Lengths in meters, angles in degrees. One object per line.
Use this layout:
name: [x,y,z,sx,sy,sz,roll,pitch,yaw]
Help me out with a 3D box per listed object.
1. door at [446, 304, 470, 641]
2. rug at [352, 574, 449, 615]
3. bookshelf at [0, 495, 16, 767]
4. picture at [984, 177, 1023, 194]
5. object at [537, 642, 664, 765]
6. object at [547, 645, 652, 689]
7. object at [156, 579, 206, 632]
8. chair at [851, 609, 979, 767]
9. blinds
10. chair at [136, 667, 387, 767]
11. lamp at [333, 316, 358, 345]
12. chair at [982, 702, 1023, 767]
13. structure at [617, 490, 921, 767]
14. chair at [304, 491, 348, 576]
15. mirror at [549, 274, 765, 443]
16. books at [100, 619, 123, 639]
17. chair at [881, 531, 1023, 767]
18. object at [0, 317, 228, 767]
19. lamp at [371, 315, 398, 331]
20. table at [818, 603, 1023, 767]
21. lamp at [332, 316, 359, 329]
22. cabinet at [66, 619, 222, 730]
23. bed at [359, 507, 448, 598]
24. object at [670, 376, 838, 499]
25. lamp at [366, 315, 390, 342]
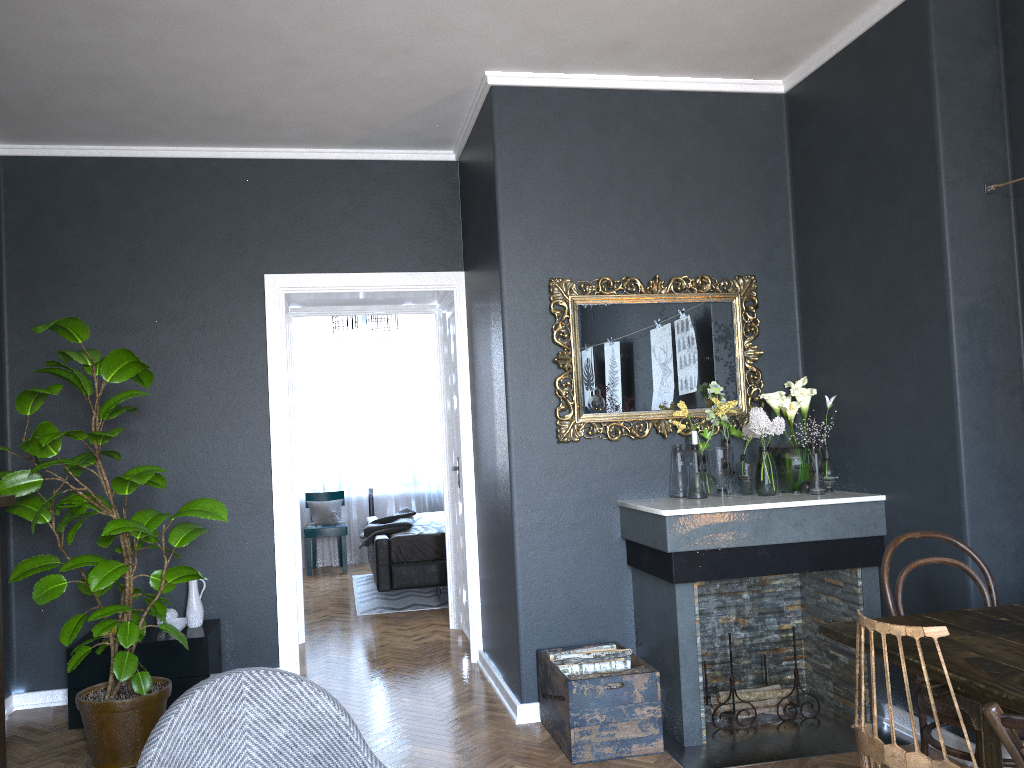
door: [-0.275,0.550,5.682,0.162,2.185,0.857,-2,-2,-11]
rug: [-0.656,1.786,7.828,1.458,0.013,2.047,-2,-3,-11]
bookshelf: [-1.965,0.968,2.494,0.451,1.171,1.920,-2,-3,-11]
picture: [2.263,-0.521,1.181,0.058,0.770,4.461,-2,-3,-11]
object: [0.361,1.344,3.791,0.383,0.326,0.553,-2,-3,-11]
object: [0.362,1.268,3.795,0.370,0.246,0.533,-2,-3,-11]
object: [-1.745,1.136,4.592,0.228,0.268,0.229,-4,-3,22]
chair: [1.011,0.955,2.055,0.383,0.856,0.456,-2,-3,-26]
blinds: [-1.494,0.528,9.668,3.992,2.787,0.312,-2,-2,-11]
chair: [-0.502,1.032,1.773,0.645,0.810,0.495,-1,-3,-33]
lamp: [-1.519,-0.763,8.022,0.210,0.804,0.210,-3,-2,2]
chair: [1.086,0.928,1.403,0.467,0.819,0.363,-2,-2,-12]
structure: [1.079,0.996,3.869,1.065,0.980,0.834,-2,-3,-11]
chair: [-1.910,1.520,9.115,0.435,0.798,0.593,-2,-3,-11]
mirror: [0.705,-0.130,4.227,1.056,0.784,0.067,-2,-2,-11]
books: [-2.006,1.247,4.534,0.214,0.066,0.162,-2,-3,-16]
chair: [1.431,0.932,2.678,0.438,0.920,0.549,-2,-3,-9]
object: [-1.808,0.677,3.832,1.118,1.897,0.764,-2,-3,-17]
lamp: [-1.080,-0.836,7.420,0.210,0.769,0.210,-3,-2,2]
table: [1.600,0.975,1.850,1.126,0.727,1.606,-2,-3,-11]
lamp: [-1.449,-0.838,7.643,0.210,0.713,0.210,-3,-2,2]
cabinet: [-1.849,1.466,4.521,0.650,0.390,0.456,-2,-3,-11]
bed: [-0.188,1.190,7.985,2.375,1.161,2.267,-2,-3,-11]
object: [1.120,0.240,4.079,0.727,0.546,0.474,-2,-3,-8]
lamp: [-1.276,-0.783,8.386,0.210,0.746,0.210,-3,-2,2]
